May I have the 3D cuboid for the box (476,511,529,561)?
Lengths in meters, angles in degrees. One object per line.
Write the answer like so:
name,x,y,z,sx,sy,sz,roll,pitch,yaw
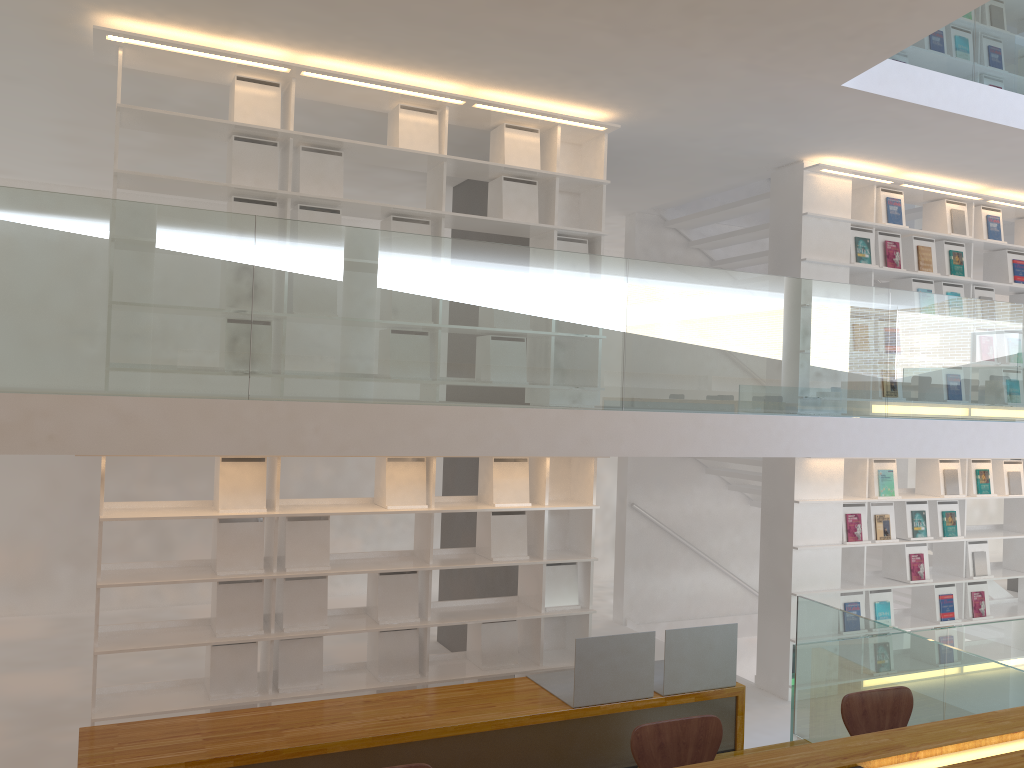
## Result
box,-0.056,0.929,5.545,0.245,0.296,0.274,2,-1,-25

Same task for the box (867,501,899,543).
box,2.783,1.047,6.824,0.245,0.296,0.274,2,-1,-25

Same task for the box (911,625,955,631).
box,3.387,2.059,7.094,0.245,0.296,0.274,2,-1,-25

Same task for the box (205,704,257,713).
box,-1.535,1.854,4.849,0.245,0.296,0.274,2,-1,-25

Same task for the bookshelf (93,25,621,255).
bookshelf,-0.804,-0.822,5.118,2.984,1.836,0.498,2,-1,-25

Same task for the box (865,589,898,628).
box,2.762,1.704,6.800,0.245,0.296,0.274,2,-1,-25

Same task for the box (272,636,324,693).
box,-1.209,1.539,5.003,0.245,0.296,0.274,2,-1,-25

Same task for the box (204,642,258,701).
box,-1.533,1.525,4.851,0.245,0.296,0.274,2,-1,-25

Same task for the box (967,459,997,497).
box,3.779,0.759,7.278,0.245,0.296,0.274,2,-1,-25

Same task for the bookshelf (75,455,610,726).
bookshelf,-0.874,1.237,5.084,2.984,1.836,0.498,2,-1,-25

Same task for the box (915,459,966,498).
box,3.442,0.746,7.120,0.245,0.296,0.274,2,-1,-25

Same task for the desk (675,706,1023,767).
desk,0.838,1.423,2.268,3.236,0.918,1.285,2,-1,-25

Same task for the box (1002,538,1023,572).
box,4.398,1.443,7.569,0.245,0.296,0.274,2,-1,-25

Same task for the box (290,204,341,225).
box,-1.116,-0.849,5.047,0.245,0.296,0.274,2,-1,-25

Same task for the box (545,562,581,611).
box,0.272,1.272,5.699,0.245,0.296,0.274,2,-1,-25

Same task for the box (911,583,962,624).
box,3.398,1.731,7.099,0.245,0.296,0.274,2,-1,-25

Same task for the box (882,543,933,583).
box,3.106,1.382,6.962,0.245,0.296,0.274,2,-1,-25

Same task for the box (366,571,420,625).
box,-0.699,1.231,5.242,0.245,0.296,0.274,2,-1,-25

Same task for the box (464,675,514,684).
box,-0.135,1.913,5.508,0.245,0.296,0.274,2,-1,-25

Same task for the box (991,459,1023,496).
box,0.962,2.387,5.947,7.125,3.764,0.498,2,-1,-25

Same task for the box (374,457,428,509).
box,-0.656,0.574,5.260,0.245,0.296,0.274,2,-1,-25

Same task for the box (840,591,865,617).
box,2.495,1.693,6.674,0.245,0.296,0.274,2,-1,-25

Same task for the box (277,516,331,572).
box,-1.175,0.883,5.019,0.245,0.296,0.274,2,-1,-25

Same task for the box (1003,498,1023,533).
box,4.408,1.115,7.574,0.245,0.296,0.274,2,-1,-25

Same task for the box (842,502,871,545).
box,2.514,1.035,6.683,0.245,0.296,0.274,2,-1,-25

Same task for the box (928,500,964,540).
box,3.425,1.074,7.111,0.245,0.296,0.274,2,-1,-25

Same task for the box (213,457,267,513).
box,-1.491,0.541,4.871,0.245,0.296,0.274,2,-1,-25

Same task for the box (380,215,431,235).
box,-0.629,-0.828,5.276,0.245,0.296,0.274,2,-1,-25

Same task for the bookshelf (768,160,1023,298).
bookshelf,3.686,-0.634,7.232,3.666,1.836,0.498,2,-1,-25

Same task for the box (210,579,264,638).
box,-1.504,1.197,4.864,0.245,0.296,0.274,2,-1,-25

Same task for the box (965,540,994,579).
box,3.743,1.416,7.261,0.245,0.296,0.274,2,-1,-25

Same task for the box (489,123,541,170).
box,0.026,-1.458,5.584,0.245,0.296,0.274,2,-1,-25

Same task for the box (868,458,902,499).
box,2.800,0.718,6.818,0.245,0.296,0.274,2,-1,-25

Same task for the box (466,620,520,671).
box,-0.114,1.584,5.518,0.245,0.296,0.274,2,-1,-25

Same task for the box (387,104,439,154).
box,-0.586,-1.485,5.294,0.245,0.296,0.274,2,-1,-25

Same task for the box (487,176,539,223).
box,0.014,-1.131,5.578,0.245,0.296,0.274,2,-1,-25

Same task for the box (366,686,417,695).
box,-0.709,1.889,5.238,0.245,0.296,0.274,2,-1,-25

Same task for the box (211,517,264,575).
box,-1.502,0.869,4.865,0.245,0.296,0.274,2,-1,-25

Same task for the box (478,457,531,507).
box,-0.044,0.601,5.551,0.245,0.296,0.274,2,-1,-25

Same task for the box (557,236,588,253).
box,0.342,-0.788,5.733,0.245,0.296,0.274,2,-1,-25

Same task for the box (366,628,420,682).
box,-0.698,1.560,5.243,0.245,0.296,0.274,2,-1,-25

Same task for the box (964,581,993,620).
box,3.737,1.745,7.258,0.245,0.296,0.274,2,-1,-25

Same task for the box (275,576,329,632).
box,-1.186,1.211,5.014,0.245,0.296,0.274,2,-1,-25

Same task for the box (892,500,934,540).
box,3.112,1.054,6.965,0.245,0.296,0.274,2,-1,-25

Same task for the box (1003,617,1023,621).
box,4.398,2.101,7.569,0.245,0.296,0.274,2,-1,-25

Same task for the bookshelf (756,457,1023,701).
bookshelf,3.595,1.425,7.244,3.666,1.836,0.397,2,-1,-25
